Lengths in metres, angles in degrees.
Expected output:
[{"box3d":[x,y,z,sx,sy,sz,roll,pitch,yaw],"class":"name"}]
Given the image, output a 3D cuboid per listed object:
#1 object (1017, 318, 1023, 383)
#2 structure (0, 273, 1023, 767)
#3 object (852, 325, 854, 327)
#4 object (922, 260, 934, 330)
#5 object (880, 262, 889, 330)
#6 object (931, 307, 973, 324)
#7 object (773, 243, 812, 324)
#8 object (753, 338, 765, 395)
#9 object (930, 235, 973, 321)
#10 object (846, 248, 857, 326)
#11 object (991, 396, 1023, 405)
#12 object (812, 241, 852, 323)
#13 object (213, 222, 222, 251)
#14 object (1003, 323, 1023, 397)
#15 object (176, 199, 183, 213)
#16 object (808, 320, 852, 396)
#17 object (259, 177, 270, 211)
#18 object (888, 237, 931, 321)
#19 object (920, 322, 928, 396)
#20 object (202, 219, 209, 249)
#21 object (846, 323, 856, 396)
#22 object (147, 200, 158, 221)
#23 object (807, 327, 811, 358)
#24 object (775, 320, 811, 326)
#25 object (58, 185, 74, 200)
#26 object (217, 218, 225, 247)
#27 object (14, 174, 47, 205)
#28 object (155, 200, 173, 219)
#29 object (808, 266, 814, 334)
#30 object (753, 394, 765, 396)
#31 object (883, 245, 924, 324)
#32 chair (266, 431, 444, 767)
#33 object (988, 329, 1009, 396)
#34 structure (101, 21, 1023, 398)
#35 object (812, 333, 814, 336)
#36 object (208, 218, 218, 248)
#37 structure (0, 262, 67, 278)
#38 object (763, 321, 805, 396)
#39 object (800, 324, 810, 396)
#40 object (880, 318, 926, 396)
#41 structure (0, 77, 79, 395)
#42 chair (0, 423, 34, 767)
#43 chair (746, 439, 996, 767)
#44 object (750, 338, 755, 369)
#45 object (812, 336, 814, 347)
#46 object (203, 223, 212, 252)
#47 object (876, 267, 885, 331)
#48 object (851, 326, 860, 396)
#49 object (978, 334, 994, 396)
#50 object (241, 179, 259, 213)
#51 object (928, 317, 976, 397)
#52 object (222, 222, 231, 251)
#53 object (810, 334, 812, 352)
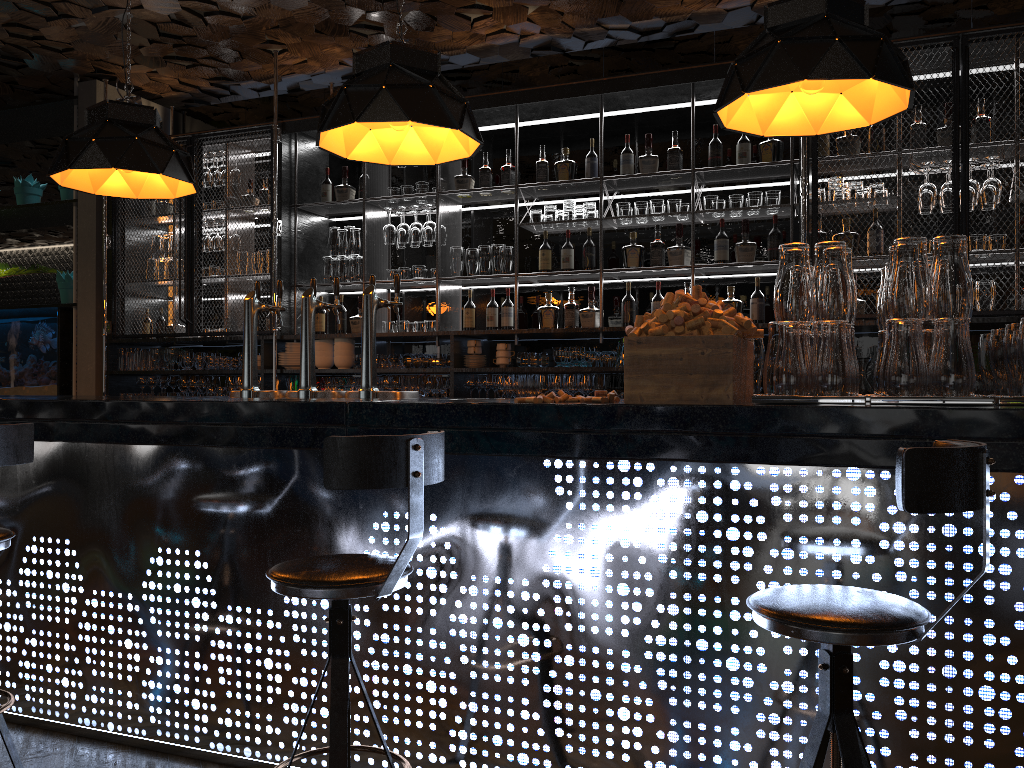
[{"box3d":[1.276,-0.055,2.133,0.105,0.209,0.105,0,0,-3],"class":"object"},{"box3d":[-1.179,0.376,3.467,6.009,1.685,1.214,0,0,22],"class":"structure"},{"box3d":[1.045,-0.263,2.853,0.105,0.209,0.105,0,0,-43],"class":"object"},{"box3d":[1.256,-0.263,2.652,0.105,0.209,0.105,0,0,-43],"class":"object"},{"box3d":[1.170,-0.263,2.681,0.105,0.209,0.105,0,0,-43],"class":"object"},{"box3d":[1.156,-0.265,2.337,0.105,0.209,0.105,0,0,-43],"class":"object"},{"box3d":[0.750,-0.266,2.358,0.105,0.209,0.105,0,0,-43],"class":"object"},{"box3d":[0.810,-0.051,3.034,0.105,0.209,0.105,0,0,-43],"class":"object"},{"box3d":[1.102,-0.266,2.232,0.105,0.209,0.105,0,0,-43],"class":"object"},{"box3d":[0.891,-0.265,2.433,0.105,0.209,0.105,0,0,-43],"class":"object"},{"box3d":[1.348,0.040,2.225,0.273,0.019,0.437,0,0,22],"class":"object"},{"box3d":[0.836,-0.266,2.328,0.105,0.209,0.105,0,0,-43],"class":"object"},{"box3d":[-2.278,-1.135,6.853,0.081,0.213,0.081,0,0,27],"class":"object"},{"box3d":[1.358,-0.054,2.346,0.105,0.209,0.105,0,0,-43],"class":"object"},{"box3d":[-2.594,-1.430,6.915,0.075,0.261,0.075,0,0,-19],"class":"object"},{"box3d":[0.817,-0.057,2.280,0.105,0.209,0.105,0,0,-43],"class":"object"},{"box3d":[-1.838,-1.417,6.609,0.073,0.246,0.072,0,0,7],"class":"object"},{"box3d":[1.016,-0.266,2.261,0.105,0.209,0.105,0,0,-43],"class":"object"},{"box3d":[1.028,-0.057,2.314,0.105,0.209,0.105,0,0,-43],"class":"object"},{"box3d":[-2.332,-1.136,6.719,0.081,0.213,0.081,0,0,27],"class":"object"},{"box3d":[0.867,-0.057,2.377,0.105,0.209,0.105,0,0,-43],"class":"object"},{"box3d":[-2.855,-1.430,7.046,0.075,0.260,0.075,0,0,-19],"class":"object"},{"box3d":[0.806,-0.056,2.522,0.105,0.209,0.105,0,0,-43],"class":"object"},{"box3d":[0.784,-0.265,2.470,0.105,0.209,0.105,0,0,-43],"class":"object"},{"box3d":[-3.572,-1.585,7.215,0.265,0.325,0.245,0,0,15],"class":"object"},{"box3d":[-2.167,-1.136,6.653,0.081,0.213,0.081,0,0,27],"class":"object"},{"box3d":[-4.020,-1.585,7.397,0.244,0.325,0.255,0,0,-41],"class":"object"},{"box3d":[-2.725,-1.420,6.951,0.108,0.244,0.108,0,0,10],"class":"object"},{"box3d":[0.905,-0.263,2.778,0.105,0.209,0.105,0,0,-43],"class":"object"},{"box3d":[0.690,0.043,2.949,0.273,0.019,0.437,0,0,22],"class":"object"},{"box3d":[1.050,-0.265,2.373,0.105,0.209,0.105,0,0,-43],"class":"object"},{"box3d":[-0.364,0.659,1.984,0.476,1.108,0.419,0,0,37],"class":"chair"},{"box3d":[1.431,-0.053,2.553,0.105,0.209,0.105,0,0,-3],"class":"object"},{"box3d":[0.020,-0.543,5.661,6.750,3.553,1.143,0,0,22],"class":"structure"},{"box3d":[0.939,-0.263,2.890,0.105,0.209,0.105,0,0,-43],"class":"object"},{"box3d":[-2.251,-1.136,6.687,0.081,0.213,0.081,0,0,27],"class":"object"},{"box3d":[-5.744,-0.551,6.855,1.873,3.561,4.073,0,0,23],"class":"structure"},{"box3d":[0.708,-0.057,2.309,0.105,0.209,0.105,0,0,-43],"class":"object"},{"box3d":[0.763,-0.057,2.411,0.105,0.209,0.105,0,0,-43],"class":"object"},{"box3d":[0.974,-0.057,2.212,0.105,0.209,0.105,0,0,-43],"class":"object"},{"box3d":[-5.205,-0.630,7.946,4.269,3.734,0.705,0,0,22],"class":"structure"},{"box3d":[-1.512,0.659,2.391,0.476,1.108,0.419,0,0,37],"class":"chair"},{"box3d":[0.634,0.659,1.656,0.476,1.108,0.419,0,0,32],"class":"chair"},{"box3d":[0.715,-0.053,2.805,0.105,0.209,0.105,0,0,-3],"class":"object"},{"box3d":[0.961,-0.054,2.942,0.105,0.209,0.105,0,0,-43],"class":"object"},{"box3d":[-2.367,-1.135,6.888,0.081,0.213,0.081,0,0,27],"class":"object"},{"box3d":[1.205,-0.263,2.793,0.105,0.209,0.105,0,0,-43],"class":"object"},{"box3d":[0.919,-0.056,2.488,0.105,0.209,0.105,0,0,-43],"class":"object"},{"box3d":[1.513,-0.052,2.767,0.105,0.209,0.105,0,0,-43],"class":"object"},{"box3d":[-1.965,-1.415,6.661,0.108,0.244,0.108,0,0,10],"class":"object"},{"box3d":[1.082,-0.057,2.183,0.105,0.209,0.105,0,0,-43],"class":"object"},{"box3d":[-2.198,-1.135,6.821,0.081,0.213,0.081,0,0,27],"class":"object"},{"box3d":[0.917,-0.054,2.831,0.105,0.209,0.105,0,0,-43],"class":"object"}]
